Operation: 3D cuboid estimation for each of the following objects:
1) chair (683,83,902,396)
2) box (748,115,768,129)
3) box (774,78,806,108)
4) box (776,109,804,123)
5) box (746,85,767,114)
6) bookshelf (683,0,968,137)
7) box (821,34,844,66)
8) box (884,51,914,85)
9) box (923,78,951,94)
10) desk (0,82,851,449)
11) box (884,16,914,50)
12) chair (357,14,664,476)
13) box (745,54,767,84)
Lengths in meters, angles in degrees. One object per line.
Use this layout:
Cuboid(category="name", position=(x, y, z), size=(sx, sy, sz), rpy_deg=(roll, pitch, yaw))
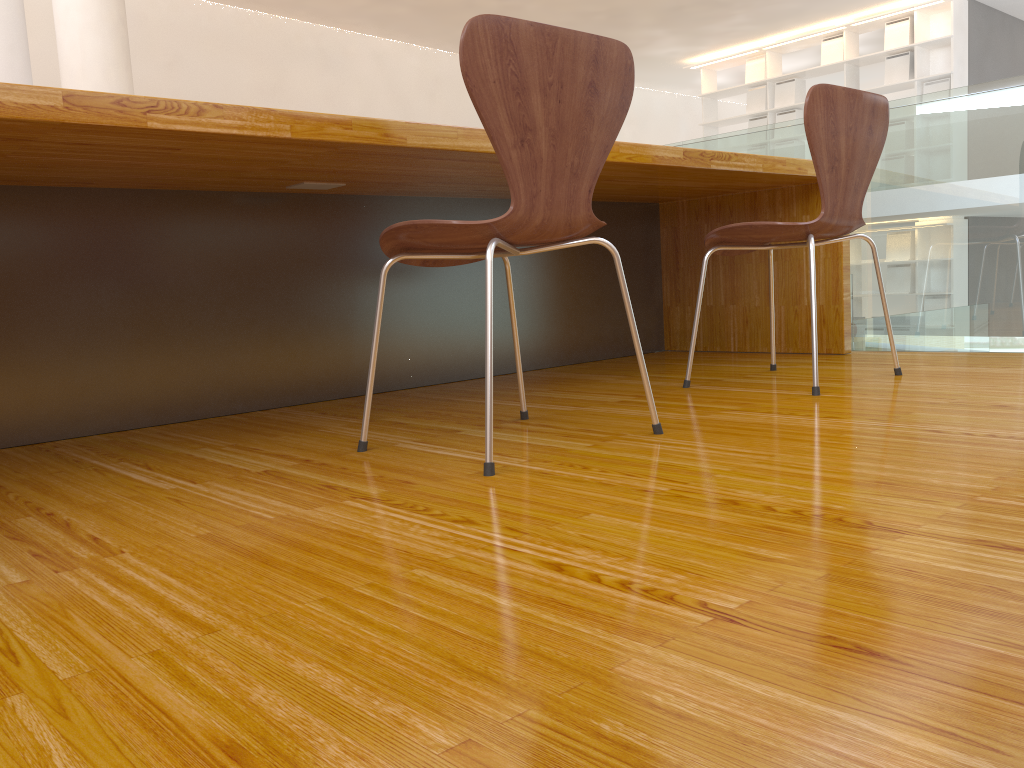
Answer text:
Cuboid(category="chair", position=(0.698, -0.347, 2.229), size=(0.428, 0.693, 0.381), rpy_deg=(-9, 9, -41))
Cuboid(category="box", position=(2.831, -2.866, 10.045), size=(0.274, 0.296, 0.245), rpy_deg=(-9, 9, -41))
Cuboid(category="box", position=(3.047, -3.176, 9.747), size=(0.274, 0.296, 0.245), rpy_deg=(-9, 9, -41))
Cuboid(category="box", position=(3.066, -2.851, 9.784), size=(0.274, 0.296, 0.245), rpy_deg=(-9, 9, -41))
Cuboid(category="box", position=(2.806, -3.193, 10.015), size=(0.274, 0.296, 0.245), rpy_deg=(-9, 9, -41))
Cuboid(category="bookshelf", position=(3.225, -2.814, 9.508), size=(0.498, 1.836, 2.984), rpy_deg=(-9, 9, -41))
Cuboid(category="box", position=(3.401, -3.478, 9.293), size=(0.274, 0.296, 0.245), rpy_deg=(-9, 9, -41))
Cuboid(category="box", position=(3.874, -3.121, 8.829), size=(0.274, 0.296, 0.245), rpy_deg=(-9, 9, -41))
Cuboid(category="box", position=(4.144, -2.778, 8.587), size=(0.274, 0.296, 0.245), rpy_deg=(-9, 9, -41))
Cuboid(category="desk", position=(-0.618, -0.157, 2.360), size=(3.243, 0.785, 1.527), rpy_deg=(-9, 9, -41))
Cuboid(category="box", position=(3.856, -3.446, 8.791), size=(0.274, 0.296, 0.245), rpy_deg=(-9, 9, -41))
Cuboid(category="chair", position=(-0.023, -0.233, 1.588), size=(0.428, 0.693, 0.381), rpy_deg=(-9, 9, -41))
Cuboid(category="box", position=(2.787, -3.518, 9.979), size=(0.274, 0.296, 0.245), rpy_deg=(-9, 9, -41))
